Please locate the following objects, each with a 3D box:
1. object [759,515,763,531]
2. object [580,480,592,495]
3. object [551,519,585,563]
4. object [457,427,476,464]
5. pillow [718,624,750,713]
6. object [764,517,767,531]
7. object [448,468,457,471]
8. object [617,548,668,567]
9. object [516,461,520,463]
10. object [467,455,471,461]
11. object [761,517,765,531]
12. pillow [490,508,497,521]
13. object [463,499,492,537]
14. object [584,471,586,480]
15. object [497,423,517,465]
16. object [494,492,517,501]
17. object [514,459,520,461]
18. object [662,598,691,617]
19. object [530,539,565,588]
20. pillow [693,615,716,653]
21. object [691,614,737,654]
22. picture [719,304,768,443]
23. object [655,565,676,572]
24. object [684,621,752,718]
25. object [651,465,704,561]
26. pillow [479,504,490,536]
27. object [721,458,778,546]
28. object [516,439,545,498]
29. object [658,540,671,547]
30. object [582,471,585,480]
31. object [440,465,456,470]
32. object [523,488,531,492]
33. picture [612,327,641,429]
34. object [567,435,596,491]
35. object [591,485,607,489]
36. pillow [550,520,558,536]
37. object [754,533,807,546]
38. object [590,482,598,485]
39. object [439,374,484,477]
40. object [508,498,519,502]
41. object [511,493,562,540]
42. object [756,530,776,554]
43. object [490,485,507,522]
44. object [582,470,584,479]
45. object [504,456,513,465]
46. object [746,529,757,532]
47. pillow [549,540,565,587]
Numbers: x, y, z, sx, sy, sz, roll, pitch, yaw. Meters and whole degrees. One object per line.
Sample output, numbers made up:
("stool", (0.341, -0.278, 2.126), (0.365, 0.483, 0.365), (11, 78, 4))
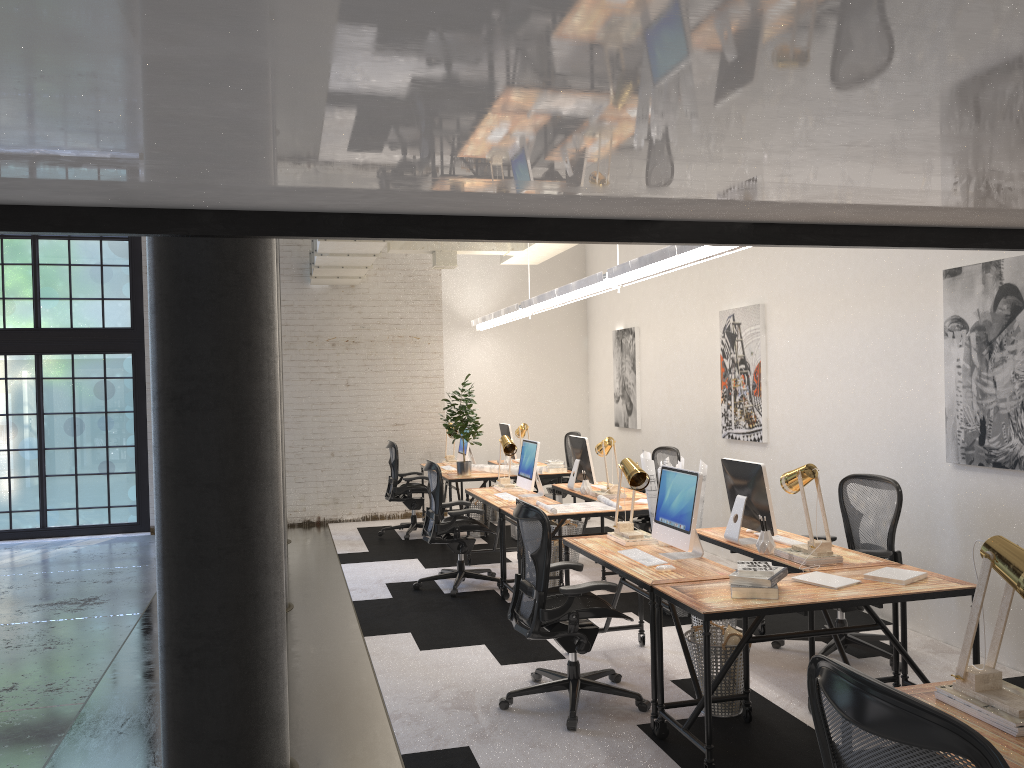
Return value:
("object", (1.387, 0.829, 4.898), (0.008, 0.207, 0.054), (-2, 1, -31))
("object", (0.640, 0.894, 7.684), (0.101, 0.127, 0.101), (-1, 1, 31))
("object", (0.509, 1.470, 8.341), (0.353, 0.435, 0.358), (-2, 0, -18))
("object", (-0.522, 0.726, 10.233), (0.189, 0.485, 0.483), (-2, 0, -14))
("pillow", (1.138, 1.461, 4.561), (0.119, 0.406, 0.239), (-2, 1, -14))
("object", (1.402, 0.829, 4.873), (0.008, 0.207, 0.054), (-1, 1, 41))
("object", (-0.665, 0.956, 9.886), (0.106, 0.029, 0.059), (-1, 0, -13))
("object", (0.706, 0.941, 4.816), (0.118, 0.017, 0.439), (-1, 0, -14))
("object", (0.152, 0.944, 10.650), (0.118, 0.017, 0.439), (-1, 0, -14))
("object", (-0.543, 0.907, 10.578), (0.101, 0.127, 0.101), (-1, 1, 31))
("object", (1.389, 0.830, 4.874), (0.054, 0.207, 0.008), (-2, 1, -27))
("pillow", (-0.254, 1.485, 10.920), (0.119, 0.406, 0.239), (-2, 1, -14))
("object", (-0.384, 1.473, 9.936), (0.353, 0.435, 0.358), (-2, 0, -18))
("object", (0.644, 0.852, 7.670), (0.008, 0.207, 0.054), (-1, 1, 41))
("object", (-0.075, 0.716, 10.617), (0.189, 0.485, 0.483), (-2, 0, -14))
("object", (-0.053, 0.965, 7.613), (0.118, 0.017, 0.439), (-1, 0, -14))
("object", (0.078, 0.940, 10.970), (0.106, 0.029, 0.059), (-1, 0, -13))
("object", (1.210, 1.479, 6.458), (0.353, 0.398, 0.353), (-1, 0, 31))
("object", (0.302, 1.473, 7.342), (0.353, 0.435, 0.358), (-2, 0, -18))
("pillow", (1.190, 1.461, 5.530), (0.119, 0.406, 0.239), (-2, 1, -14))
("object", (1.267, 1.446, 5.545), (0.353, 0.435, 0.358), (-2, 0, -18))
("picture", (2.056, -0.089, 7.912), (0.049, 1.183, 0.731), (-2, 1, -14))
("object", (0.779, 0.932, 4.496), (0.106, 0.029, 0.059), (-1, 0, -13))
("object", (1.060, 1.449, 4.546), (0.353, 0.435, 0.358), (-2, 0, -18))
("object", (0.922, 0.703, 4.843), (0.189, 0.485, 0.483), (-2, 0, -14))
("pillow", (-0.306, 1.484, 9.950), (0.119, 0.406, 0.239), (-2, 1, -14))
("object", (1.369, 0.693, 5.227), (0.189, 0.485, 0.483), (-2, 0, -14))
("object", (0.163, 0.727, 7.640), (0.189, 0.485, 0.483), (-2, 0, -14))
("object", (0.901, 0.883, 5.188), (0.101, 0.127, 0.101), (-1, 1, 31))
("object", (0.631, 0.853, 7.671), (0.054, 0.207, 0.008), (-2, 1, -27))
("object", (-0.739, 0.965, 10.206), (0.118, 0.017, 0.439), (-1, 0, -14))
("object", (0.143, 0.907, 7.984), (0.101, 0.127, 0.101), (-1, 1, 31))
("picture", (1.368, -0.067, 10.611), (0.049, 1.183, 0.731), (-2, 1, -14))
("object", (0.611, 0.716, 8.024), (0.189, 0.485, 0.483), (-2, 0, -14))
("object", (0.838, 0.944, 8.057), (0.118, 0.017, 0.439), (-1, 0, -14))
("pillow", (0.432, 1.485, 8.327), (0.119, 0.406, 0.239), (-2, 1, -14))
("object", (1.596, 0.920, 5.260), (0.118, 0.017, 0.439), (-1, 0, -14))
("object", (0.764, 0.940, 8.376), (0.106, 0.029, 0.059), (-1, 0, -13))
("object", (-0.534, 0.430, 9.334), (0.438, 1.078, 0.513), (-2, 1, -24))
("object", (0.021, 0.956, 7.293), (0.106, 0.029, 0.059), (-1, 0, -13))
("object", (0.270, 1.449, 9.724), (0.544, 0.455, 0.221), (-1, 1, -14))
("object", (1.399, 0.871, 4.887), (0.101, 0.127, 0.101), (-1, 1, 31))
("object", (-0.177, 1.470, 10.935), (0.353, 0.435, 0.358), (-2, 0, -18))
("object", (0.629, 0.852, 7.695), (0.008, 0.207, 0.054), (-2, 1, -31))
("object", (-0.046, 0.894, 10.277), (0.101, 0.127, 0.101), (-1, 1, 31))
("object", (1.522, 0.916, 5.580), (0.106, 0.029, 0.059), (-1, 0, -13))
("pillow", (0.380, 1.484, 7.357), (0.119, 0.406, 0.239), (-2, 1, -14))
